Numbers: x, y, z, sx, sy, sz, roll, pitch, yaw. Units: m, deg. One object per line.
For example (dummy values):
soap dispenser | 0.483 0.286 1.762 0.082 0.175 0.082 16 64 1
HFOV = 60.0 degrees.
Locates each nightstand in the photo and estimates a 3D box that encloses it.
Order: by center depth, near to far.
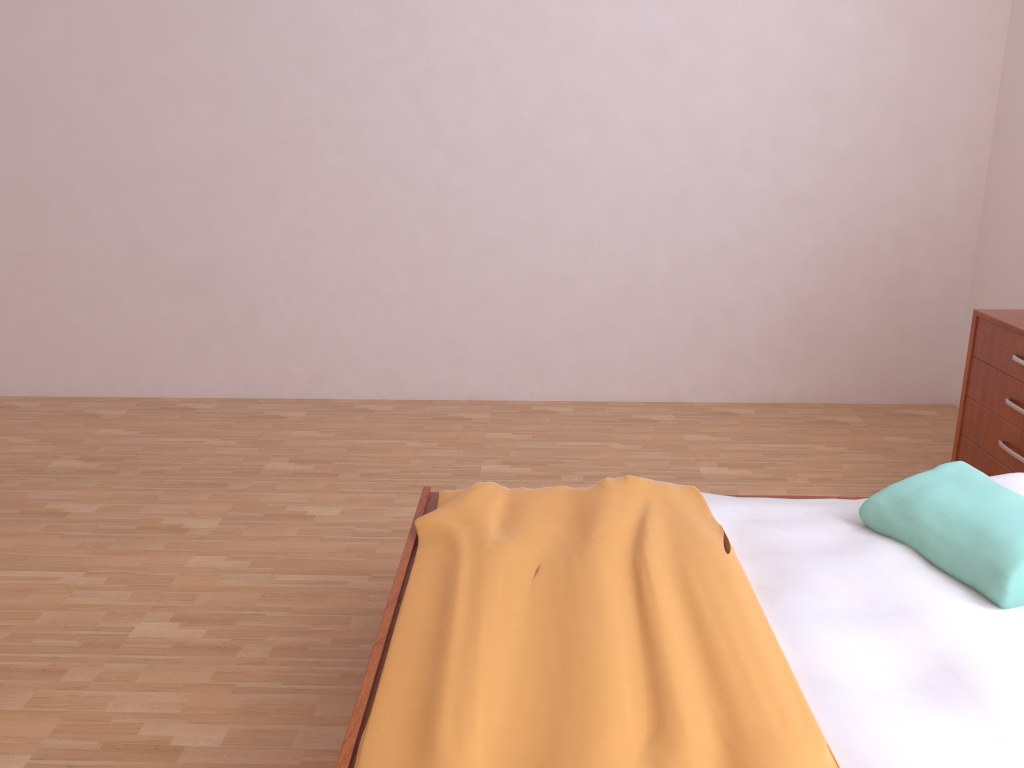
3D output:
nightstand | 1.780 0.156 2.759 0.428 0.626 0.815 0 16 1

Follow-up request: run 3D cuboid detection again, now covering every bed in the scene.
bed | 0.736 0.515 1.604 1.990 0.560 1.632 0 16 1

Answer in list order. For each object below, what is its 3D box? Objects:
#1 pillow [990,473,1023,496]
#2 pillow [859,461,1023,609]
pillow | 1.394 0.365 1.965 0.574 0.157 0.682 -1 16 -5
pillow | 1.047 0.323 1.961 0.334 0.164 0.425 -6 17 -21
